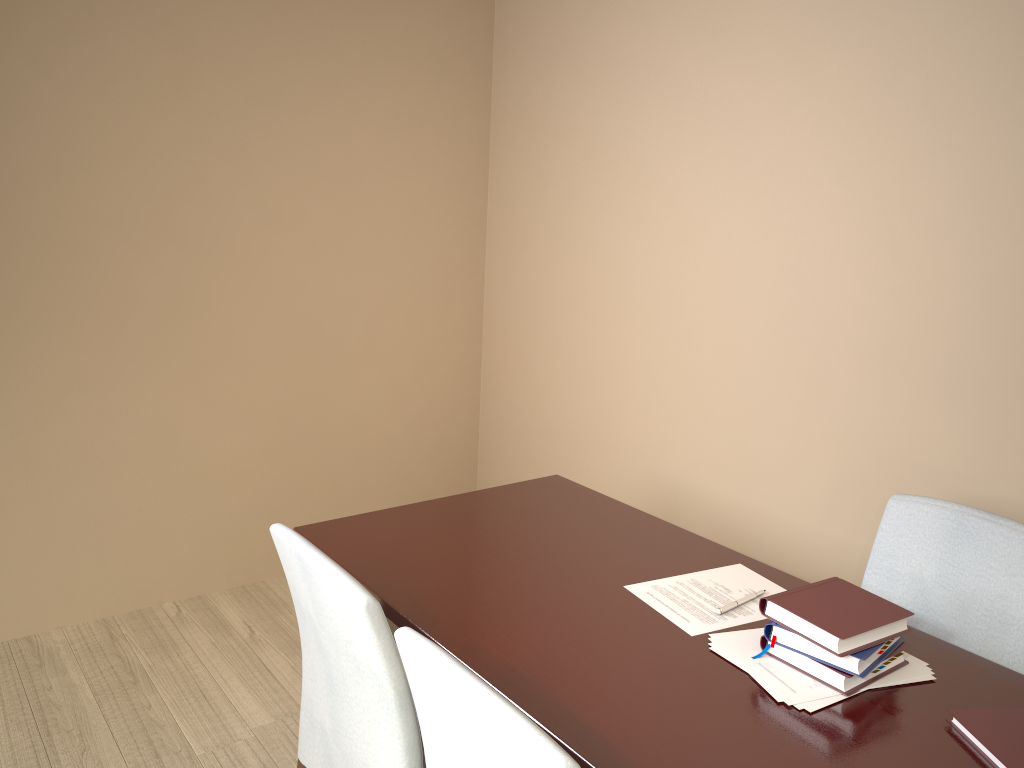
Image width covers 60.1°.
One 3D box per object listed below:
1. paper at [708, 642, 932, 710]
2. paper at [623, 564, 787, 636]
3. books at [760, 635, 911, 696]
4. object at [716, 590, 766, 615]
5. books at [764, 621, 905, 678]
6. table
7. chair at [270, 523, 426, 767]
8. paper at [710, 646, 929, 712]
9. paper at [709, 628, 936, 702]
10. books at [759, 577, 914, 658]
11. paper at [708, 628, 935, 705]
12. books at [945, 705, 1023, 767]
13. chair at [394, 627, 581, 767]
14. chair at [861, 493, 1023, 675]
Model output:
[{"bbox_3d":[0.507,0.452,1.466,0.290,0.001,0.212,-4,13,-27],"label":"paper"},{"bbox_3d":[0.391,0.404,1.679,0.290,0.001,0.212,-4,13,-27],"label":"paper"},{"bbox_3d":[0.534,0.435,1.461,0.183,0.032,0.166,-7,15,-36],"label":"books"},{"bbox_3d":[0.432,0.405,1.654,0.159,0.011,0.011,-8,15,-41],"label":"object"},{"bbox_3d":[0.533,0.404,1.453,0.166,0.032,0.184,13,16,42],"label":"books"},{"bbox_3d":[0.333,0.781,1.511,0.753,0.673,1.775,-5,14,-36],"label":"table"},{"bbox_3d":[-0.152,0.653,1.650,0.507,0.819,0.403,-4,11,-37],"label":"chair"},{"bbox_3d":[0.507,0.451,1.466,0.291,0.001,0.212,-5,14,-31],"label":"paper"},{"bbox_3d":[0.507,0.451,1.466,0.290,0.001,0.213,-1,13,-17],"label":"paper"},{"bbox_3d":[0.529,0.374,1.445,0.183,0.032,0.166,-5,14,-31],"label":"books"},{"bbox_3d":[0.507,0.450,1.466,0.290,0.001,0.213,-2,13,-22],"label":"paper"},{"bbox_3d":[0.755,0.508,1.224,0.215,0.017,0.196,1,12,-7],"label":"books"},{"bbox_3d":[0.121,0.741,1.290,0.507,0.819,0.403,-4,11,-37],"label":"chair"},{"bbox_3d":[0.735,0.682,1.690,0.507,0.819,0.403,-4,11,-37],"label":"chair"}]
